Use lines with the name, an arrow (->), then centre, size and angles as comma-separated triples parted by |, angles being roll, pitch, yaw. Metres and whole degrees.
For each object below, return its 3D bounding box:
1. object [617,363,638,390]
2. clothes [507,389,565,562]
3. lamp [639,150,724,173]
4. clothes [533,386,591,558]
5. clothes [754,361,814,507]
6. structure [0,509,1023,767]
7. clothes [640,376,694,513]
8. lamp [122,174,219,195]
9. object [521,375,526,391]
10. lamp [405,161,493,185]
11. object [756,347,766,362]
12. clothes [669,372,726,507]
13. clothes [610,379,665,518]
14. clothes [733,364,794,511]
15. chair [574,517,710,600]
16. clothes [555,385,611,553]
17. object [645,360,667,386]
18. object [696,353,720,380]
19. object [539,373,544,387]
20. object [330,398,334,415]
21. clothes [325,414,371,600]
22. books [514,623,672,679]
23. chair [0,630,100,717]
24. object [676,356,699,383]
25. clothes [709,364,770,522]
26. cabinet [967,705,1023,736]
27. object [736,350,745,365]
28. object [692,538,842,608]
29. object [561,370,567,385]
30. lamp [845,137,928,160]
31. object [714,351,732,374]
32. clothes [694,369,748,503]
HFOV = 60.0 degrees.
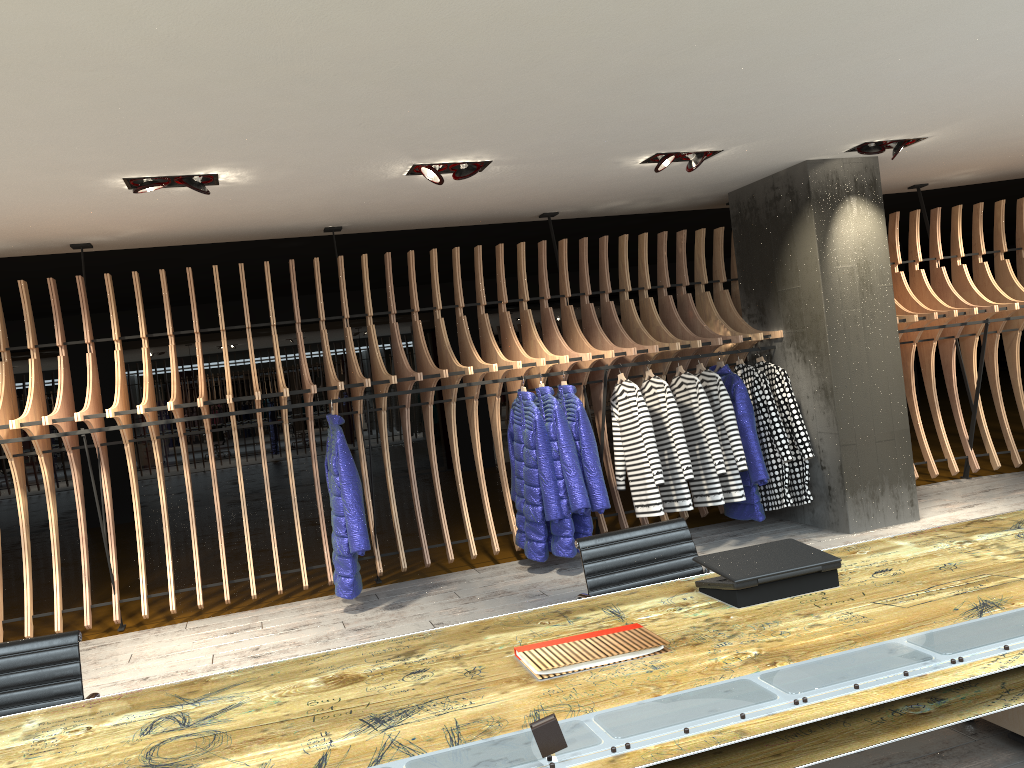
object -> 0.844, -0.006, 6.727 | 0.012, 0.313, 0.517 | -7, 1, -17
clothes -> 0.108, 0.665, 6.626 | 0.242, 1.260, 0.879 | -7, 1, -20
lamp -> 1.123, -1.551, 5.901 | 0.493, 0.292, 0.269 | -7, 1, -17
clothes -> 0.286, 0.638, 6.516 | 0.249, 1.246, 0.883 | -7, 1, -20
clothes -> 2.122, 0.399, 6.988 | 0.192, 1.185, 0.799 | -7, 1, -16
structure -> -2.398, 1.369, 1.460 | 10.457, 0.844, 1.161 | -7, 1, -17
clothes -> 1.170, 0.462, 6.706 | 0.128, 1.062, 0.752 | -7, 1, -18
lamp -> -1.908, -1.173, 4.974 | 0.493, 0.294, 0.269 | -7, 1, -17
object -> 0.086, 0.081, 6.541 | 0.012, 0.292, 0.523 | -7, 1, -17
lamp -> -0.393, -1.365, 5.437 | 0.493, 0.286, 0.269 | -7, 1, -17
object -> 2.005, -0.142, 7.089 | 0.012, 0.313, 0.517 | -7, 1, -17
clothes -> 1.419, 0.431, 6.783 | 0.128, 1.062, 0.752 | -7, 1, -18
clothes -> 0.946, 0.490, 6.638 | 0.128, 1.062, 0.752 | -7, 1, -18
clothes -> 1.946, 0.421, 6.925 | 0.192, 1.187, 0.806 | -7, 1, -16
chair -> 0.606, 0.971, 3.145 | 0.694, 0.859, 0.667 | -7, 1, -31
clothes -> 0.434, 0.620, 6.643 | 0.246, 1.238, 0.884 | -7, 1, -20
object -> 1.068, -0.034, 6.796 | 0.012, 0.313, 0.517 | -7, 1, -17
object -> 1.487, -0.086, 6.924 | 0.012, 0.313, 0.517 | -7, 1, -17
object -> 0.229, 0.059, 6.550 | 0.012, 0.291, 0.523 | -7, 1, -17
object -> -1.234, 0.232, 6.120 | 0.012, 0.270, 0.525 | -7, 1, -17
clothes -> -1.193, 0.822, 6.146 | 0.246, 1.238, 0.884 | -7, 1, -20
books -> 0.209, 0.700, 2.339 | 0.366, 0.026, 0.213 | -7, 1, -16
chair -> -1.491, 1.232, 2.493 | 0.694, 0.859, 0.667 | -7, 1, -21
object -> 1.317, -0.065, 6.872 | 0.012, 0.313, 0.517 | -7, 1, -17
clothes -> 1.755, 0.456, 7.018 | 0.246, 1.238, 0.884 | -7, 1, -20
cabinet -> 2.061, 0.920, 2.930 | 0.594, 0.630, 1.131 | -7, 1, -17
object -> 1.828, -0.118, 7.031 | 0.012, 0.316, 0.516 | -7, 1, -17
object -> 0.788, 0.581, 2.744 | 0.373, 0.111, 0.261 | -7, 1, -17
object -> 0.393, 0.030, 6.618 | 0.012, 0.270, 0.525 | -7, 1, -17
lamp -> 2.652, -1.740, 6.307 | 0.493, 0.292, 0.269 | -7, 1, -10
object -> 1.657, -0.128, 7.038 | 0.012, 0.270, 0.525 | -7, 1, -17
clothes -> 1.589, 0.410, 6.835 | 0.128, 1.062, 0.752 | -7, 1, -18
